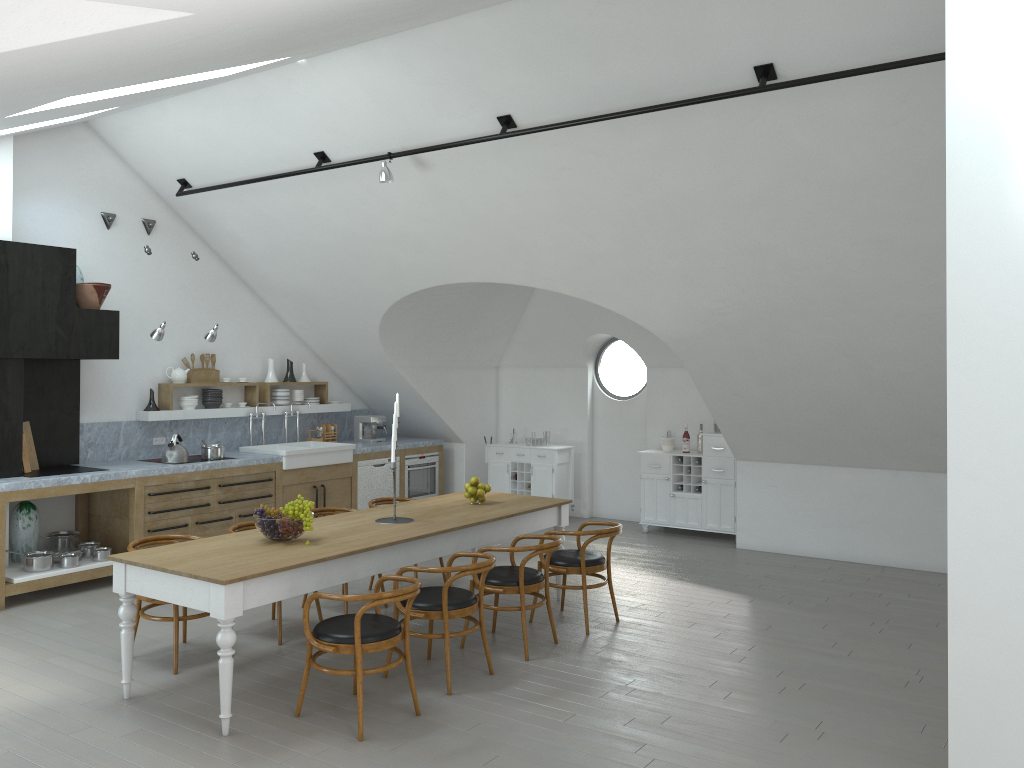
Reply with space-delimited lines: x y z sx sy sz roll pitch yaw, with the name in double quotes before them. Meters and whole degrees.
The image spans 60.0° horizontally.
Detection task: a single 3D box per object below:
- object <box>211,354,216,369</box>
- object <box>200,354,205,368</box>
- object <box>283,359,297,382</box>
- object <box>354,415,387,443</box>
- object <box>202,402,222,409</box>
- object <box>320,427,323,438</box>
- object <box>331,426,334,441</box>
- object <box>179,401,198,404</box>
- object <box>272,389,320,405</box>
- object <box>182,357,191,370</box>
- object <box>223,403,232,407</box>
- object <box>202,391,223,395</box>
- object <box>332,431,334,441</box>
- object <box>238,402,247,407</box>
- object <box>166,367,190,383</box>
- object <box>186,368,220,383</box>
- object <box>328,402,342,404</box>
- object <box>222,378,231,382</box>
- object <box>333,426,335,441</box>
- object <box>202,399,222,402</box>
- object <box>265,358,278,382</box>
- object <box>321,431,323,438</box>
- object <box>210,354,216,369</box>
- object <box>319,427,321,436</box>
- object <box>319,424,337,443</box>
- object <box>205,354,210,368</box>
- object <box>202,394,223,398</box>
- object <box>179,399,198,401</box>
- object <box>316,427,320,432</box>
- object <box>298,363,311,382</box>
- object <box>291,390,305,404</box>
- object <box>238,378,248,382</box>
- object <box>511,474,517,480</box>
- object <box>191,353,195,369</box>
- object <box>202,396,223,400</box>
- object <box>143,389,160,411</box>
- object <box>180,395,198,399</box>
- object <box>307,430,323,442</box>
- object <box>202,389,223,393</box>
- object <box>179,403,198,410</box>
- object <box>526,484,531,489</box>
"object" -3.141 -0.168 9.343 0.030 0.294 0.057 0 -1 35
"object" -3.217 -0.168 9.231 0.040 0.299 0.061 0 -1 32
"object" -2.543 -0.155 10.153 0.156 0.268 0.156 0 -1 39
"object" -1.673 0.546 10.783 0.386 0.320 0.324 0 0 35
"object" -3.134 0.221 9.265 0.205 0.072 0.205 0 1 22
"object" -2.242 0.600 10.407 0.040 0.192 0.042 0 -1 -19
"object" -2.142 0.598 10.591 0.040 0.192 0.042 0 -1 -5
"object" -3.295 0.206 9.031 0.181 0.065 0.181 0 1 -18
"object" -2.485 0.148 10.208 0.198 0.196 0.657 0 1 34
"object" -3.303 -0.149 9.102 0.199 0.259 0.016 0 -1 -45
"object" -3.033 0.228 9.451 0.098 0.048 0.098 1 1 32
"object" -3.133 0.119 9.273 0.205 0.084 0.205 0 1 -28
"object" -2.142 0.601 10.607 0.018 0.196 0.020 1 -1 -33
"object" -2.924 0.226 9.609 0.098 0.048 0.098 1 1 32
"object" -3.378 -0.090 8.965 0.174 0.169 0.168 0 0 18
"object" -3.209 -0.089 9.224 0.084 0.157 0.353 0 0 35
"object" -2.156 0.232 10.703 0.213 0.025 0.213 1 1 22
"object" -3.041 -0.040 9.442 0.098 0.048 0.098 1 1 32
"object" -2.140 0.600 10.618 0.019 0.196 0.022 0 -1 35
"object" -3.134 0.194 9.265 0.205 0.086 0.205 0 1 -18
"object" -2.696 -0.153 9.938 0.156 0.268 0.156 0 0 23
"object" -2.241 0.612 10.421 0.044 0.179 0.019 0 -1 19
"object" -3.147 -0.168 9.302 0.039 0.298 0.067 0 -1 35
"object" -2.258 0.603 10.417 0.023 0.196 0.018 0 -1 29
"object" -2.194 0.590 10.585 0.104 0.223 0.200 0 0 35
"object" -3.181 -0.168 9.248 0.019 0.299 0.057 0 -1 35
"object" -3.133 0.145 9.268 0.205 0.072 0.205 0 1 22
"object" -3.294 0.182 9.034 0.181 0.069 0.181 0 1 -38
"object" -2.282 0.600 10.435 0.040 0.192 0.042 0 -1 -18
"object" -2.424 -0.133 10.343 0.156 0.218 0.156 0 0 16
"object" -2.465 0.146 10.195 0.158 0.160 0.154 0 0 -27
"object" -2.919 -0.043 9.618 0.098 0.048 0.098 1 1 32
"object" 0.087 1.147 10.949 0.082 0.085 0.317 0 1 35
"object" -3.285 -0.167 9.133 0.027 0.299 0.055 0 -1 35
"object" -3.128 0.167 9.264 0.205 0.086 0.205 0 1 -13
"object" -3.539 0.153 8.713 0.156 0.218 0.156 0 0 16
"object" -3.293 0.154 9.035 0.181 0.076 0.181 0 1 -18
"object" -2.311 0.618 10.395 0.100 0.171 0.173 0 0 36
"object" -3.136 0.091 9.273 0.205 0.080 0.205 1 1 37
"object" -3.295 0.228 9.031 0.181 0.064 0.181 0 1 -33
"object" 0.272 1.251 10.865 0.082 0.083 0.317 0 1 34
